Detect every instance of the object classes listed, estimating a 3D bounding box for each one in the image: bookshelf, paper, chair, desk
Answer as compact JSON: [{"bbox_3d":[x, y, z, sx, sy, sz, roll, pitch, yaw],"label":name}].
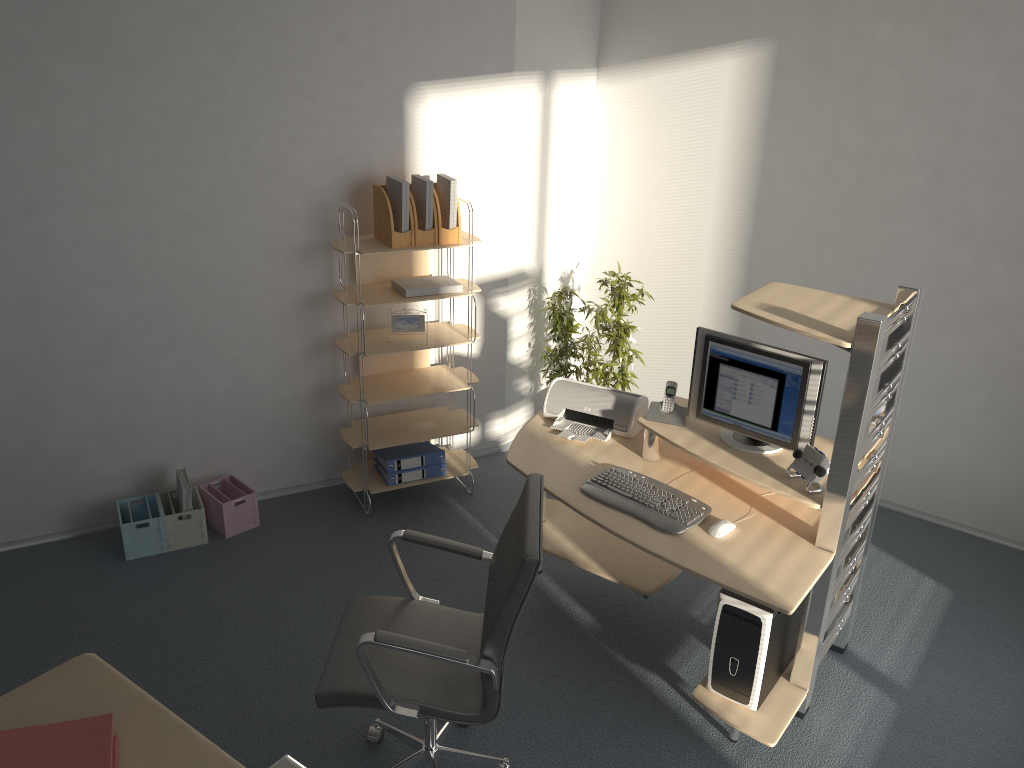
[{"bbox_3d":[-0.526,-0.141,4.525,0.724,1.572,0.381,-9,25,-25],"label":"bookshelf"},{"bbox_3d":[-0.424,-0.489,4.414,0.297,0.046,0.213,-9,25,-25],"label":"paper"},{"bbox_3d":[-0.248,0.847,2.825,0.652,1.048,0.584,2,22,2],"label":"chair"},{"bbox_3d":[-0.546,-0.825,4.224,0.045,0.297,0.213,-10,25,-27],"label":"paper"},{"bbox_3d":[-0.436,-0.843,4.277,0.045,0.297,0.213,-9,25,-24],"label":"paper"},{"bbox_3d":[0.557,0.331,3.459,1.469,1.566,0.967,17,27,33],"label":"desk"},{"bbox_3d":[-1.587,0.589,4.296,0.068,0.306,0.220,-9,25,-25],"label":"paper"},{"bbox_3d":[-0.321,-0.859,4.323,0.045,0.297,0.213,-8,24,-22],"label":"paper"},{"bbox_3d":[-1.108,1.141,1.367,1.469,1.566,0.967,17,27,33],"label":"desk"}]

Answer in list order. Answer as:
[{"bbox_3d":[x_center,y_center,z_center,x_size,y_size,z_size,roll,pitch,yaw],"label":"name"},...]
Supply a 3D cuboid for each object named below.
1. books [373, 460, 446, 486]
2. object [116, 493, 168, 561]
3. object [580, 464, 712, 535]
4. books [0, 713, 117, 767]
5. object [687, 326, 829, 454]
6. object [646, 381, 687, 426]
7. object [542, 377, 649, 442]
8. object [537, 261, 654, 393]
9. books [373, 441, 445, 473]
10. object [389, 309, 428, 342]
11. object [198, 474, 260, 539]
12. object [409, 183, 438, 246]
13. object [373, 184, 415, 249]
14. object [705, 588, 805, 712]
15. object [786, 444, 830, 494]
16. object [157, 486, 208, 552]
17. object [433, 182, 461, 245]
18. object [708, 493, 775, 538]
[{"bbox_3d":[-0.550,0.429,4.740,0.320,0.072,0.262,-9,25,-24],"label":"books"},{"bbox_3d":[-1.768,0.684,4.238,0.185,0.202,0.245,-9,25,-25],"label":"object"},{"bbox_3d":[0.688,0.381,3.510,0.478,0.082,0.814,22,30,40],"label":"object"},{"bbox_3d":[-0.597,0.517,1.005,0.262,0.072,0.320,-7,24,-20],"label":"books"},{"bbox_3d":[0.955,0.030,3.386,0.245,0.418,0.516,-15,28,-36],"label":"object"},{"bbox_3d":[0.640,0.068,3.620,0.150,0.151,0.119,10,24,20],"label":"object"},{"bbox_3d":[0.334,0.118,3.877,0.438,0.162,0.351,13,25,26],"label":"object"},{"bbox_3d":[0.474,-0.126,5.135,0.644,1.147,0.544,-8,24,-23],"label":"object"},{"bbox_3d":[-0.552,0.375,4.727,0.320,0.100,0.263,-9,25,-24],"label":"books"},{"bbox_3d":[-0.519,-0.299,4.434,0.192,0.161,0.077,-1,23,-8],"label":"object"},{"bbox_3d":[-1.414,0.614,4.435,0.185,0.202,0.245,-19,30,-41],"label":"object"},{"bbox_3d":[-0.454,-0.822,4.275,0.113,0.259,0.243,-9,25,-24],"label":"object"},{"bbox_3d":[-0.564,-0.803,4.221,0.113,0.259,0.243,-10,25,-27],"label":"object"},{"bbox_3d":[0.921,0.884,3.281,0.199,0.422,0.471,17,27,33],"label":"object"},{"bbox_3d":[1.047,0.294,3.121,0.093,0.135,0.154,-5,23,-16],"label":"object"},{"bbox_3d":[-1.603,0.657,4.317,0.185,0.202,0.245,-9,25,-25],"label":"object"},{"bbox_3d":[-0.340,-0.838,4.322,0.113,0.259,0.243,-8,24,-22],"label":"object"},{"bbox_3d":[0.979,0.454,3.346,0.168,0.088,0.742,18,28,35],"label":"object"}]
